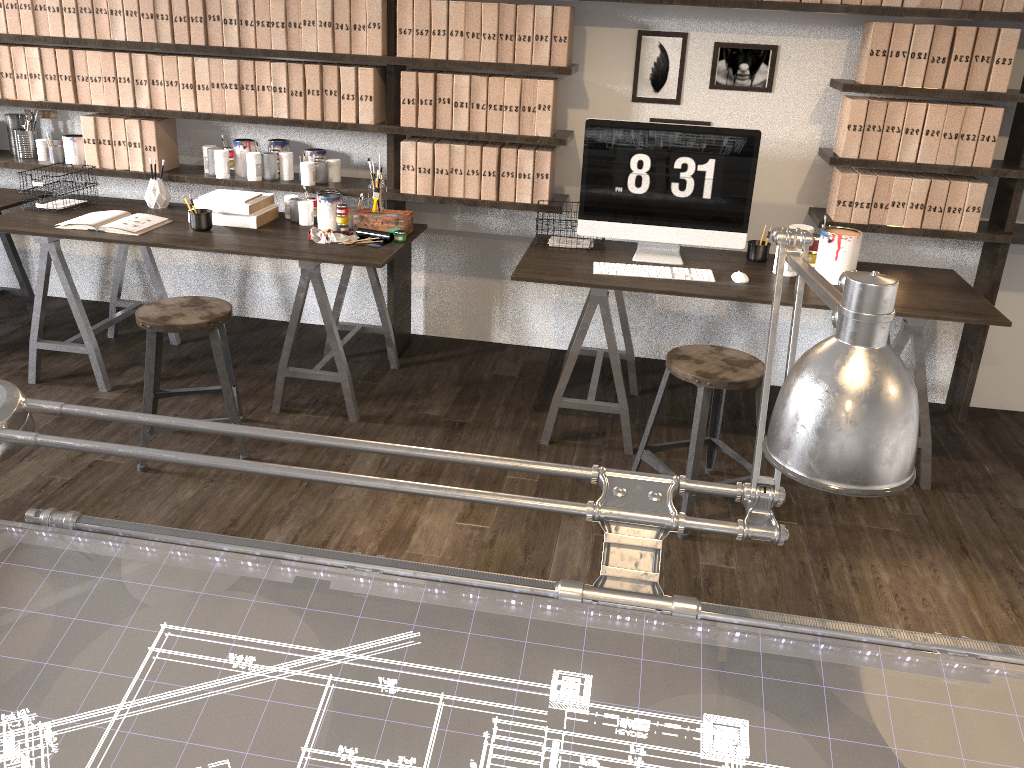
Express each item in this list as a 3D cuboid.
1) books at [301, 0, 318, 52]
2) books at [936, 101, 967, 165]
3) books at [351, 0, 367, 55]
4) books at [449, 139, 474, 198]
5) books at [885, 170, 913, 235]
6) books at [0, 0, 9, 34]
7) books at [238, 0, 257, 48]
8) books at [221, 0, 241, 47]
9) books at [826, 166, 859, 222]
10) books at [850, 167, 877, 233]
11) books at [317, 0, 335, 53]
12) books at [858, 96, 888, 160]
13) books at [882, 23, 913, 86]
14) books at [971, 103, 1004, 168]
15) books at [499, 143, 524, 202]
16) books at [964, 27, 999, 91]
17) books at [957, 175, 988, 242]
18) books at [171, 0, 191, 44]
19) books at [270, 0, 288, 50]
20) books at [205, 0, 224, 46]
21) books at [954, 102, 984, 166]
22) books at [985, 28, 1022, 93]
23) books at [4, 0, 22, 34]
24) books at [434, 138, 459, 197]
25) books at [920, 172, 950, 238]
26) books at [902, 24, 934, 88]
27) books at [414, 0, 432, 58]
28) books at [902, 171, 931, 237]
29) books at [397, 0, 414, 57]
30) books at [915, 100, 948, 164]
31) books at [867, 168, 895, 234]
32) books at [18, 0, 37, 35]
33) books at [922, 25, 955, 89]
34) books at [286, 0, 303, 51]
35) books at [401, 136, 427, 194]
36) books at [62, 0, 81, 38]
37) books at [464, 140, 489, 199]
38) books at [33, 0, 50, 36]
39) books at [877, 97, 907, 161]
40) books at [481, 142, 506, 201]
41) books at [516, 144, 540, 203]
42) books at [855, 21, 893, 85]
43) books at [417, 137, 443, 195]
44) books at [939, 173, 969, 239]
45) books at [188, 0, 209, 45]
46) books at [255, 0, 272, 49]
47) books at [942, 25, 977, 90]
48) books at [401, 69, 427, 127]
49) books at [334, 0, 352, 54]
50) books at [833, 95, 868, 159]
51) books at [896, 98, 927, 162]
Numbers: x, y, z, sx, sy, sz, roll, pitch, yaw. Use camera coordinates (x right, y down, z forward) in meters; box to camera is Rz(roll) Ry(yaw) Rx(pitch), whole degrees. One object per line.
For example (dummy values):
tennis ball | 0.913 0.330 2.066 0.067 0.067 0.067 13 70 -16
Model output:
books | -0.802 -1.478 3.647 0.067 0.221 0.177 6 22 8
books | 1.656 -0.959 3.391 0.067 0.222 0.177 6 22 8
books | -0.598 -1.457 3.622 0.067 0.222 0.177 6 22 8
books | -0.214 -0.910 3.752 0.067 0.221 0.177 6 22 8
books | 1.509 -0.721 3.510 0.067 0.221 0.177 6 22 8
books | -2.174 -1.630 3.842 0.067 0.222 0.177 6 22 8
books | -1.066 -1.508 3.686 0.067 0.222 0.177 6 22 8
books | -1.136 -1.514 3.692 0.067 0.222 0.177 6 22 8
books | 1.316 -0.743 3.540 0.067 0.222 0.177 6 22 8
books | 1.381 -0.733 3.525 0.067 0.222 0.177 6 22 8
books | -0.737 -1.470 3.636 0.067 0.222 0.177 6 22 8
books | 1.382 -0.991 3.435 0.067 0.222 0.177 6 22 8
books | 1.433 -1.240 3.334 0.067 0.222 0.177 6 22 8
books | 1.788 -0.947 3.378 0.067 0.222 0.177 6 22 8
books | -0.003 -0.888 3.725 0.067 0.222 0.177 6 22 8
books | 1.720 -1.208 3.294 0.067 0.221 0.177 6 22 8
books | 1.777 -0.690 3.469 0.067 0.222 0.177 6 22 8
books | -1.352 -1.540 3.727 0.067 0.221 0.177 6 22 8
books | -0.930 -1.491 3.662 0.067 0.222 0.177 6 22 8
books | -1.205 -1.524 3.706 0.067 0.222 0.177 6 22 8
books | 1.719 -0.954 3.386 0.067 0.221 0.177 6 22 8
books | 1.794 -1.199 3.282 0.067 0.221 0.177 6 22 8
books | -2.104 -1.622 3.832 0.067 0.222 0.177 6 22 8
books | -0.278 -0.915 3.757 0.067 0.222 0.177 6 22 8
books | 1.644 -0.707 3.493 0.067 0.222 0.177 6 22 8
books | 1.502 -1.230 3.320 0.067 0.222 0.177 6 22 8
books | -0.343 -1.434 3.582 0.067 0.222 0.177 6 22 8
books | 1.575 -0.713 3.499 0.067 0.222 0.177 6 22 8
books | -0.411 -1.443 3.594 0.067 0.222 0.177 6 22 8
books | 1.590 -0.966 3.400 0.067 0.222 0.177 6 22 8
books | 1.448 -0.728 3.520 0.067 0.221 0.177 6 22 8
books | -2.039 -1.613 3.817 0.067 0.222 0.177 6 22 8
books | 1.573 -1.225 3.315 0.067 0.222 0.177 6 22 8
books | -0.864 -1.486 3.657 0.067 0.221 0.177 6 22 8
books | -0.420 -0.932 3.780 0.067 0.222 0.177 6 22 8
books | -1.840 -1.592 3.790 0.067 0.222 0.177 6 22 8
books | -0.150 -0.904 3.745 0.067 0.221 0.177 6 22 8
books | -1.972 -1.607 3.812 0.067 0.221 0.177 6 22 8
books | 1.451 -0.984 3.427 0.067 0.222 0.177 6 22 8
books | -0.077 -0.894 3.730 0.067 0.222 0.177 6 22 8
books | 0.067 -0.878 3.711 0.067 0.222 0.177 6 22 8
books | 1.363 -1.247 3.344 0.067 0.222 0.177 6 22 8
books | -0.349 -0.923 3.767 0.067 0.222 0.177 6 22 8
books | 1.713 -0.700 3.485 0.067 0.222 0.177 6 22 8
books | -1.280 -1.530 3.712 0.067 0.222 0.177 6 22 8
books | -0.996 -1.501 3.676 0.067 0.222 0.177 6 22 8
books | 1.646 -1.214 3.299 0.067 0.222 0.177 6 22 8
books | -0.407 -1.188 3.687 0.067 0.221 0.177 6 22 8
books | -0.667 -1.464 3.630 0.067 0.222 0.177 6 22 8
books | 1.312 -0.997 3.441 0.067 0.222 0.177 6 22 8
books | 1.519 -0.975 3.413 0.067 0.222 0.177 6 22 8
